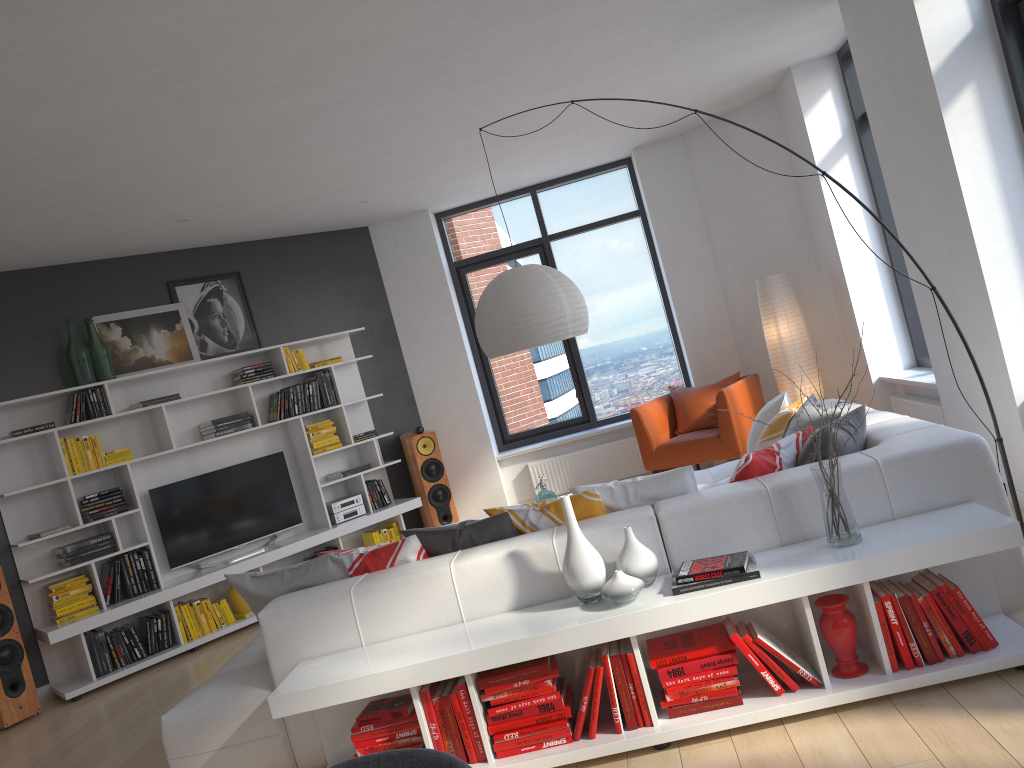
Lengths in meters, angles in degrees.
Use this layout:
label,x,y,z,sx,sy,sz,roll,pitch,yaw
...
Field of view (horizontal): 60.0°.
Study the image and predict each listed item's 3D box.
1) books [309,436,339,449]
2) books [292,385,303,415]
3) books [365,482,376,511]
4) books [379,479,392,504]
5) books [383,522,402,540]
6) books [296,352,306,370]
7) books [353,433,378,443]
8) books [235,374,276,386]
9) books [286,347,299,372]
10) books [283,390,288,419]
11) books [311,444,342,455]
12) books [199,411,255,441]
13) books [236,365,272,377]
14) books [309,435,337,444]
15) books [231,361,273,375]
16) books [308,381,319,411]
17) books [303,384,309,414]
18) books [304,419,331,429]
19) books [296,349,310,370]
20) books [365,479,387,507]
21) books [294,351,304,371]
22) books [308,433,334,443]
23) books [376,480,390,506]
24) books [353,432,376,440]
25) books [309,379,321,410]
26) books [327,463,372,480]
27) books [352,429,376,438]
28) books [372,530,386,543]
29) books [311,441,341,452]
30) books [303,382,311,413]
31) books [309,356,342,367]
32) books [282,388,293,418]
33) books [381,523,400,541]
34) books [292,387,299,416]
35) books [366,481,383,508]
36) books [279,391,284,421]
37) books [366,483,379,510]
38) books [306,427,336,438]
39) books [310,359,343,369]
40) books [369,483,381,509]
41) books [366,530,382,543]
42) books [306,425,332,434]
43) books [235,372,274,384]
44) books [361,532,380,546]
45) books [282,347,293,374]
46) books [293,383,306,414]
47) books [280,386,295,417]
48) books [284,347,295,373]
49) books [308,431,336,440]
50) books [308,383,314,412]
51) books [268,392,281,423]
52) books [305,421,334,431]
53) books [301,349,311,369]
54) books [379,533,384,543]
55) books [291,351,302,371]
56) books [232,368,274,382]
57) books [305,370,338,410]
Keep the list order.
label,x,y,z,sx,sy,sz,roll,pitch,yaw
books,-1.617,0.503,7.525,0.243,0.042,0.189,-16,2,-39
books,-1.815,0.145,7.404,0.084,0.249,0.191,-16,2,-39
books,-1.281,0.972,7.663,0.053,0.268,0.202,-16,2,-39
books,-1.159,0.954,7.784,0.077,0.233,0.179,-16,2,-39
books,-1.022,1.333,7.715,0.025,0.270,0.213,-16,2,-39
books,-1.784,-0.180,7.413,0.046,0.161,0.108,-16,2,-40
books,-1.292,0.475,7.714,0.213,0.023,0.161,-16,2,-35
books,-2.094,-0.026,7.236,0.284,0.030,0.214,-16,2,-35
books,-1.869,-0.191,7.400,0.054,0.224,0.164,-16,2,-40
books,-1.896,0.178,7.318,0.081,0.233,0.169,-16,2,-40
books,-1.592,0.558,7.517,0.257,0.028,0.194,-16,2,-34
books,-2.267,0.333,7.052,0.343,0.137,0.277,-16,2,-44
books,-2.108,-0.103,7.235,0.246,0.026,0.180,-16,2,-36
books,-1.635,0.479,7.533,0.251,0.014,0.189,-16,2,-36
books,-2.124,-0.127,7.241,0.209,0.030,0.266,-14,2,44
books,-1.706,0.114,7.491,0.084,0.249,0.191,-16,2,-39
books,-1.755,0.134,7.417,0.069,0.242,0.172,-16,2,-38
books,-1.677,0.347,7.546,0.223,0.023,0.163,-16,2,-35
books,-1.778,-0.195,7.439,0.064,0.184,0.141,-16,2,-38
books,-1.194,0.955,7.726,0.066,0.255,0.193,-16,2,-39
books,-1.807,-0.184,7.411,0.044,0.178,0.128,-16,2,-39
books,-1.634,0.461,7.512,0.217,0.023,0.145,-16,2,-35
books,-1.166,0.953,7.738,0.066,0.242,0.177,-16,2,-39
books,-1.300,0.457,7.715,0.198,0.015,0.142,-16,2,-40
books,-1.683,0.102,7.513,0.066,0.260,0.197,-16,2,-39
books,-1.402,0.754,7.634,0.310,0.047,0.250,-16,2,-43
books,-1.312,0.440,7.728,0.213,0.023,0.161,-16,2,-35
books,-1.132,1.375,7.602,0.019,0.251,0.180,-16,2,-39
books,-1.607,0.535,7.521,0.257,0.024,0.203,-16,2,-36
books,-1.756,0.126,7.452,0.075,0.254,0.192,-16,2,-40
books,-1.623,-0.187,7.623,0.257,0.024,0.203,-16,2,-36
books,-1.863,0.165,7.330,0.069,0.242,0.172,-16,2,-38
books,-1.036,1.338,7.692,0.029,0.270,0.204,-16,2,-39
books,-1.838,0.157,7.377,0.068,0.243,0.179,-16,2,-40
books,-1.208,0.964,7.699,0.050,0.242,0.169,-16,2,-39
books,-1.928,0.187,7.309,0.096,0.234,0.187,-16,2,-39
books,-1.250,0.979,7.681,0.053,0.240,0.189,-16,2,-39
books,-1.639,0.414,7.536,0.239,0.033,0.176,-16,2,-36
books,-1.609,-0.164,7.619,0.257,0.028,0.194,-16,2,-34
books,-1.228,0.974,7.691,0.049,0.236,0.170,-16,2,-38
books,-1.164,1.380,7.580,0.015,0.263,0.199,-16,2,-39
books,-1.652,0.389,7.533,0.227,0.022,0.160,-16,1,-23
books,-2.103,-0.049,7.238,0.264,0.020,0.189,-16,2,-40
books,-1.185,1.388,7.559,0.044,0.255,0.198,-16,2,-39
books,-1.893,-0.185,7.346,0.041,0.229,0.161,-16,2,-40
books,-1.791,0.133,7.425,0.066,0.260,0.197,-16,2,-39
books,-1.864,0.157,7.364,0.075,0.254,0.192,-16,2,-40
books,-1.887,-0.185,7.375,0.041,0.224,0.163,-16,2,-41
books,-1.641,0.441,7.532,0.239,0.019,0.171,-16,2,-39
books,-1.727,0.123,7.458,0.071,0.243,0.179,-16,2,-40
books,-1.951,0.193,7.284,0.104,0.234,0.182,-16,2,-39
books,-1.650,0.364,7.535,0.223,0.023,0.163,-16,2,-35
books,-1.766,-0.199,7.460,0.044,0.184,0.142,-16,2,-38
books,-1.133,1.390,7.575,0.024,0.229,0.156,-16,2,-39
books,-1.827,-0.179,7.403,0.054,0.180,0.132,-16,2,-39
books,-2.120,-0.072,7.255,0.284,0.030,0.214,-16,2,-35
books,-1.634,0.060,7.595,0.128,0.321,0.259,-16,2,-39
